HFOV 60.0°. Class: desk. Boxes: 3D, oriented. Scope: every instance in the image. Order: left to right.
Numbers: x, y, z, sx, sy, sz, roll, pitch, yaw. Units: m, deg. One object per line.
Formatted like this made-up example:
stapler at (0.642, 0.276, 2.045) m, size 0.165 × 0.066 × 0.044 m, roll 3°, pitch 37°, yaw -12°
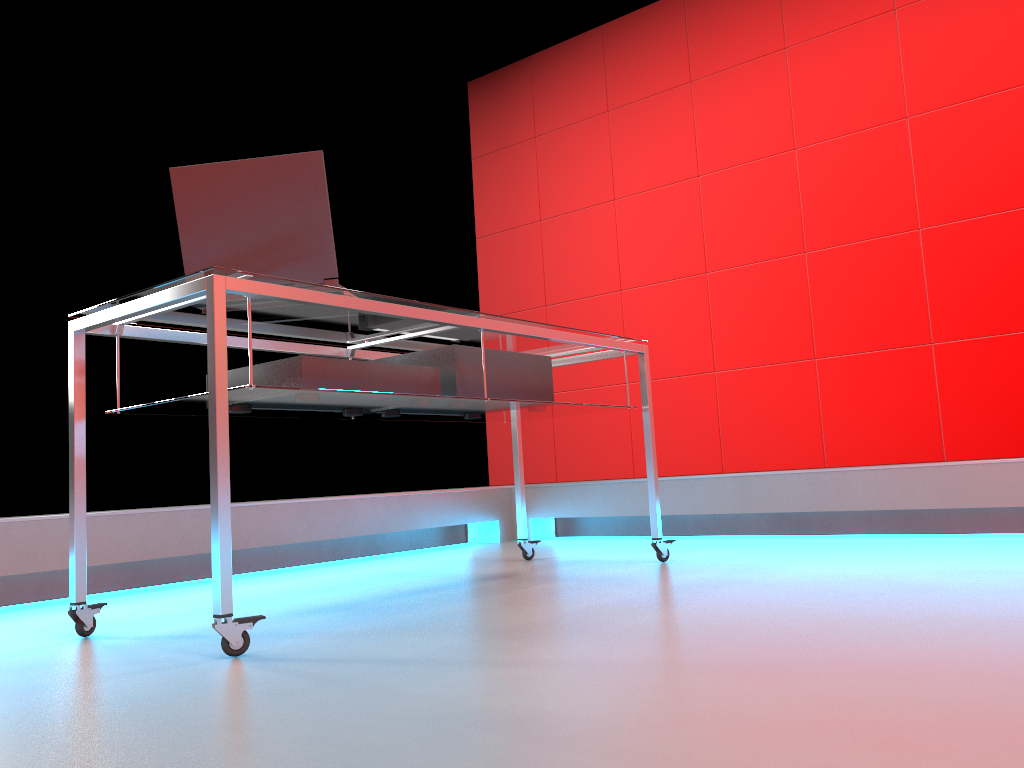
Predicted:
desk at (-0.232, 0.200, 2.348) m, size 0.594 × 0.690 × 1.617 m, roll -8°, pitch -8°, yaw 38°

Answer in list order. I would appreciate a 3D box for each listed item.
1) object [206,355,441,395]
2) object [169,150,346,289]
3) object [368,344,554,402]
object at (-0.459, 0.014, 2.195) m, size 0.365 × 0.092 × 0.435 m, roll -8°, pitch -8°, yaw 38°
object at (-0.525, -0.312, 2.001) m, size 0.342 × 0.285 × 0.340 m, roll -4°, pitch -6°, yaw 8°
object at (-0.157, 0.006, 2.585) m, size 0.371 × 0.158 × 0.431 m, roll -8°, pitch -8°, yaw 38°
